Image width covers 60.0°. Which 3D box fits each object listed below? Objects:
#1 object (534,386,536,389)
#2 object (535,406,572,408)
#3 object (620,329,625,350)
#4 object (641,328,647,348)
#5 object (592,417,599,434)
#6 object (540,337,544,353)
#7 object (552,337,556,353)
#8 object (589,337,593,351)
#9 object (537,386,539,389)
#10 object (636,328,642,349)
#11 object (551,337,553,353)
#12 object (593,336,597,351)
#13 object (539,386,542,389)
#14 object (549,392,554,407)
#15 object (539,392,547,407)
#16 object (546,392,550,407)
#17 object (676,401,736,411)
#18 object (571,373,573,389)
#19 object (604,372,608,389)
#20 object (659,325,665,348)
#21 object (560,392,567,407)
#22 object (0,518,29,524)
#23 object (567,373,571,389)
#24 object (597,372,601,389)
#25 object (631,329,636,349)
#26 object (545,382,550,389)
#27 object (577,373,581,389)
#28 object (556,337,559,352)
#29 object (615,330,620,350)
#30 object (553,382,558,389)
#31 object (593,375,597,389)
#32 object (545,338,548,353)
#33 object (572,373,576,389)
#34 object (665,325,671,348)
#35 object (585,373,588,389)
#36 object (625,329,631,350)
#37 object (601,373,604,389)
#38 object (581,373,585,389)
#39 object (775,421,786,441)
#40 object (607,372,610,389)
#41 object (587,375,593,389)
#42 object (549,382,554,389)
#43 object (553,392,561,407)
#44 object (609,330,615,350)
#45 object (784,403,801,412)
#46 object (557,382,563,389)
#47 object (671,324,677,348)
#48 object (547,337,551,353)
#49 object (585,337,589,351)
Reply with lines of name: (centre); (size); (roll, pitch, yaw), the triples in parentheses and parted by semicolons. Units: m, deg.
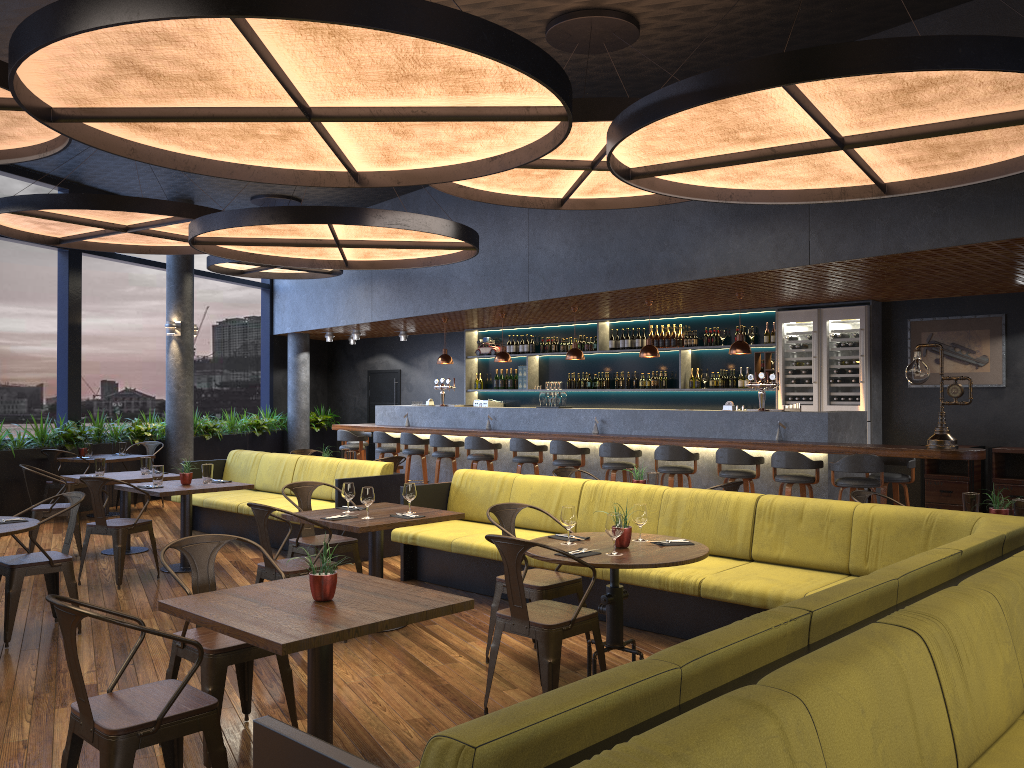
object: (0.377, 0.057, 14.362); (0.042, 0.059, 0.042); (0, -1, 5)
object: (0.556, 0.307, 11.705); (0.437, 0.019, 0.273); (-1, -1, 43)
object: (1.642, -0.659, 13.139); (0.085, 0.310, 0.086); (0, -1, -13)
object: (1.932, -0.661, 12.994); (0.085, 0.310, 0.086); (0, -1, -6)
object: (1.030, 0.506, 10.862); (0.114, 0.203, 0.069); (0, -1, 33)
object: (0.487, -0.619, 14.195); (0.063, 0.254, 0.063); (0, -1, 26)
object: (0.667, -0.621, 14.038); (0.063, 0.254, 0.063); (0, -1, -29)
object: (1.217, -0.608, 13.625); (0.068, 0.217, 0.068); (1, -1, -42)
object: (0.420, 0.056, 14.270); (0.042, 0.059, 0.042); (0, -1, 5)
object: (1.850, -0.661, 12.941); (0.085, 0.310, 0.086); (0, -1, -13)
object: (0.639, -0.619, 14.204); (0.063, 0.254, 0.063); (0, -1, 16)
object: (1.274, -0.612, 13.482); (0.088, 0.224, 0.088); (0, -1, -32)
object: (0.462, 0.056, 14.281); (0.042, 0.059, 0.042); (0, -1, 5)
object: (0.534, 0.211, 11.689); (0.105, 0.209, 0.105); (0, -1, -12)
object: (0.414, 0.212, 11.737); (0.105, 0.209, 0.105); (0, -1, -12)
object: (0.497, 0.213, 11.807); (0.105, 0.209, 0.105); (0, -1, -12)
object: (2.162, 0.245, 10.082); (0.766, 0.106, 0.200); (-1, -1, 43)
object: (0.950, -0.044, 13.926); (0.063, 0.254, 0.063); (0, -1, 36)
object: (1.416, -0.050, 13.374); (0.063, 0.254, 0.063); (0, -1, -4)
object: (2.145, -0.675, 12.646); (0.084, 0.330, 0.084); (1, -1, -40)
object: (0.665, 0.211, 11.652); (0.105, 0.209, 0.105); (0, -1, -12)
object: (-3.278, 0.884, 5.724); (0.157, 0.019, 0.255); (-1, -1, 42)
object: (0.891, -0.044, 13.847); (0.063, 0.254, 0.063); (0, -1, 16)
object: (1.321, -0.048, 13.474); (0.063, 0.254, 0.063); (0, -1, -29)
object: (1.793, -0.660, 13.122); (0.085, 0.310, 0.086); (0, -1, -35)
object: (0.571, 0.026, 14.204); (0.084, 0.119, 0.084); (0, -1, -2)
object: (1.040, -0.045, 13.841); (0.063, 0.254, 0.063); (0, -1, 1)
object: (0.718, -0.620, 14.141); (0.063, 0.254, 0.063); (0, -1, -9)
object: (1.583, -0.657, 13.320); (0.085, 0.310, 0.086); (0, -1, -32)
object: (0.695, 0.024, 14.086); (0.084, 0.119, 0.084); (0, -1, -2)
object: (1.289, -0.032, 13.654); (0.088, 0.224, 0.088); (0, -1, 18)
object: (0.570, -0.619, 14.265); (0.063, 0.254, 0.063); (0, -1, 21)
object: (0.964, -0.045, 13.777); (0.063, 0.254, 0.063); (0, -1, 31)
object: (2.216, -0.676, 12.573); (0.084, 0.330, 0.084); (1, -1, -40)
object: (1.162, -0.045, 13.792); (0.063, 0.254, 0.063); (0, -1, 16)
object: (1.707, -0.660, 13.073); (0.085, 0.310, 0.086); (0, -1, -19)
object: (1.382, -0.048, 13.527); (0.063, 0.254, 0.063); (0, -1, -14)
object: (1.103, -0.046, 13.725); (0.063, 0.254, 0.063); (0, -1, -19)
object: (2.782, 0.488, 9.210); (0.114, 0.203, 0.069); (0, -1, -12)
object: (1.456, -0.049, 13.449); (0.063, 0.254, 0.063); (0, -1, 16)
object: (1.191, -0.032, 13.592); (0.088, 0.224, 0.088); (0, -1, -32)
object: (0.633, 0.025, 14.145); (0.084, 0.119, 0.084); (0, -1, -2)
object: (0.591, 0.210, 11.563); (0.105, 0.209, 0.105); (0, -1, -12)
object: (1.497, -0.658, 13.271); (0.085, 0.310, 0.086); (0, -1, -19)
object: (2.945, 0.245, 9.311); (0.177, 0.091, 0.091); (0, -1, 18)
object: (0.759, 0.024, 14.026); (0.084, 0.119, 0.084); (0, -1, -2)
object: (2.288, -0.677, 12.508); (0.084, 0.330, 0.084); (1, -1, -40)
object: (0.591, -0.620, 14.136); (0.063, 0.254, 0.063); (0, -1, 16)
object: (1.148, -0.608, 13.562); (0.068, 0.217, 0.068); (0, -1, 28)
